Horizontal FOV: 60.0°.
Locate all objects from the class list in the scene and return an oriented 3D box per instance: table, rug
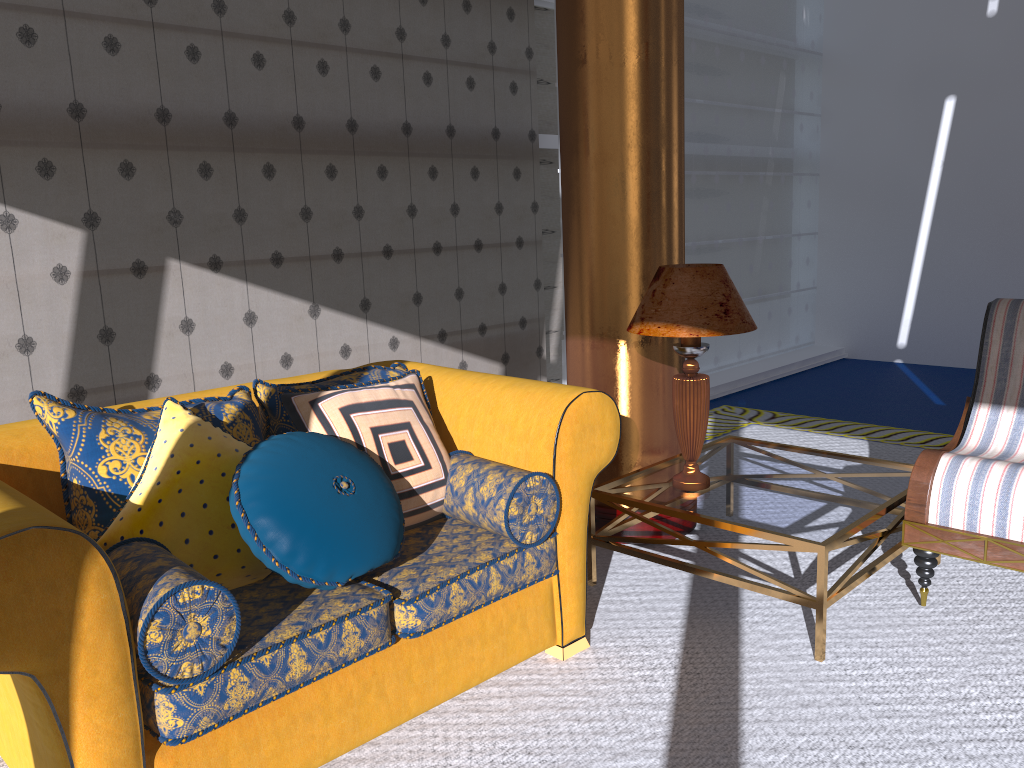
[{"bbox_3d":[0.934,0.527,3.253,0.896,0.370,0.984,8,15,44],"label":"table"},{"bbox_3d":[0.565,0.826,2.752,3.552,0.011,6.315,8,15,43],"label":"rug"}]

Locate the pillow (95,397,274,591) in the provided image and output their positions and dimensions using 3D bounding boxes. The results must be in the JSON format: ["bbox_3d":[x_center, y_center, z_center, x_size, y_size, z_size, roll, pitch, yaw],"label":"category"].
[{"bbox_3d":[-0.788,0.282,2.303,0.617,0.492,0.229,-11,14,-39],"label":"pillow"}]

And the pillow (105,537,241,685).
[{"bbox_3d":[-0.775,0.489,1.954,0.217,0.220,0.373,-12,14,-40],"label":"pillow"}]

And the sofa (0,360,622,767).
[{"bbox_3d":[-0.642,0.487,2.535,1.865,0.856,1.000,-12,15,-43],"label":"sofa"}]

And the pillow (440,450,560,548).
[{"bbox_3d":[-0.057,0.334,2.628,0.217,0.220,0.368,-12,14,-40],"label":"pillow"}]

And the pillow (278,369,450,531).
[{"bbox_3d":[-0.372,0.216,2.672,0.324,0.457,0.526,8,15,43],"label":"pillow"}]

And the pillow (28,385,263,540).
[{"bbox_3d":[-0.930,0.319,2.385,0.606,0.674,0.350,-11,14,-37],"label":"pillow"}]

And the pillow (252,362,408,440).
[{"bbox_3d":[-0.517,0.254,2.813,0.619,0.611,0.335,-11,14,-39],"label":"pillow"}]

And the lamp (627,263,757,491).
[{"bbox_3d":[0.629,-0.021,3.112,0.442,0.785,0.449,4,13,29],"label":"lamp"}]

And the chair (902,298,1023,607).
[{"bbox_3d":[1.831,0.245,2.877,0.785,0.969,0.791,8,15,44],"label":"chair"}]

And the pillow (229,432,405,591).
[{"bbox_3d":[-0.490,0.318,2.276,0.390,0.368,0.460,-1,11,5],"label":"pillow"}]
